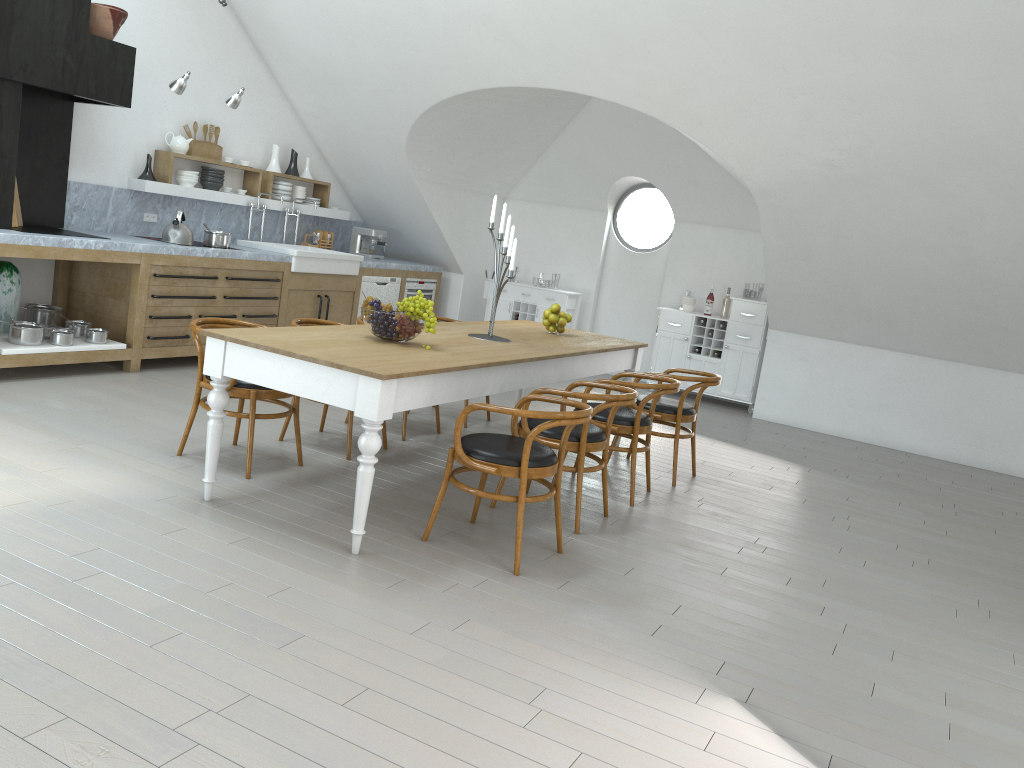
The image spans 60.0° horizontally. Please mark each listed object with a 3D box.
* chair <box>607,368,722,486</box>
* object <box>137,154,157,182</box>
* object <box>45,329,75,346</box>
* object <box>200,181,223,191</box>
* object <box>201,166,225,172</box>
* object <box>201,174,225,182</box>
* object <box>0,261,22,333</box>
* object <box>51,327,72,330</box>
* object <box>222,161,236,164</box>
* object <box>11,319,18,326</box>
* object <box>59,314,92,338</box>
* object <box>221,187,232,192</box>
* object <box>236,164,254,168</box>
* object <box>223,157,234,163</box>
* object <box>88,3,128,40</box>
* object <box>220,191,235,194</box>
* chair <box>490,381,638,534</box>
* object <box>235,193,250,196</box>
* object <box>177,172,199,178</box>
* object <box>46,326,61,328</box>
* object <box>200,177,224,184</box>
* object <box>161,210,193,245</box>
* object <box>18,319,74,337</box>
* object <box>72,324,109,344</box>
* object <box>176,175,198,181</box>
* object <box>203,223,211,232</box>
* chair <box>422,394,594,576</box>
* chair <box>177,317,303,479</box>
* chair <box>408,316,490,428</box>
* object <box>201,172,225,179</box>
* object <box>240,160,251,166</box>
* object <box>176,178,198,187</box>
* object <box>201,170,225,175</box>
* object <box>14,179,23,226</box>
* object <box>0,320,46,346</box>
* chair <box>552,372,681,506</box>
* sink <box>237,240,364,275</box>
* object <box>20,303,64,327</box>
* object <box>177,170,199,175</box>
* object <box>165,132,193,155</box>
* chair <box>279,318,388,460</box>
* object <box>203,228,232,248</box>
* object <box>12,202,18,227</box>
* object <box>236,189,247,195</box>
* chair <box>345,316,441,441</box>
[{"bbox_3d":[1.033,0.249,5.939,0.623,0.732,0.528,13,9,28],"label":"chair"},{"bbox_3d":[-3.036,-1.811,7.404,0.156,0.217,0.156,10,8,7],"label":"object"},{"bbox_3d":[-3.168,-0.335,6.158,0.261,0.112,0.154,11,9,15],"label":"object"},{"bbox_3d":[-2.720,-1.787,8.016,0.206,0.072,0.206,11,9,13],"label":"object"},{"bbox_3d":[-2.703,-1.915,8.005,0.206,0.079,0.206,14,10,28],"label":"object"},{"bbox_3d":[-2.706,-1.839,8.008,0.205,0.086,0.206,5,10,-21],"label":"object"},{"bbox_3d":[-3.604,-0.620,6.273,0.230,0.496,0.232,5,9,-23],"label":"object"},{"bbox_3d":[-3.258,-0.382,6.329,0.041,0.045,0.247,13,10,24],"label":"object"},{"bbox_3d":[-2.616,-2.036,8.169,0.164,0.012,0.164,17,13,43],"label":"object"},{"bbox_3d":[-3.271,-0.364,5.939,0.052,0.152,0.190,12,9,26],"label":"object"},{"bbox_3d":[-3.236,-0.423,6.581,0.181,0.133,0.310,2,11,-39],"label":"object"},{"bbox_3d":[-2.646,-1.799,8.215,0.099,0.048,0.099,13,10,23],"label":"object"},{"bbox_3d":[-2.519,-2.053,8.359,0.164,0.012,0.164,17,13,43],"label":"object"},{"bbox_3d":[-2.612,-2.059,8.166,0.099,0.048,0.099,13,10,23],"label":"object"},{"bbox_3d":[-2.930,-2.557,6.291,0.368,0.235,0.348,17,12,43],"label":"object"},{"bbox_3d":[-2.649,-1.776,8.218,0.164,0.012,0.164,17,13,43],"label":"object"},{"bbox_3d":[0.303,0.343,4.684,0.623,0.732,0.528,13,9,26],"label":"chair"},{"bbox_3d":[-2.562,-1.791,8.389,0.164,0.012,0.164,17,13,43],"label":"object"},{"bbox_3d":[-2.841,-1.806,7.760,0.182,0.069,0.181,17,12,43],"label":"object"},{"bbox_3d":[-3.320,-0.394,6.369,0.061,0.035,0.170,13,10,25],"label":"object"},{"bbox_3d":[-2.716,-1.813,8.012,0.205,0.086,0.206,4,10,-26],"label":"object"},{"bbox_3d":[-2.691,-1.270,7.159,0.247,0.266,0.246,15,10,36],"label":"object"},{"bbox_3d":[-3.382,-0.394,6.310,0.508,0.052,0.264,9,9,3],"label":"object"},{"bbox_3d":[-3.050,-0.362,6.437,0.261,0.112,0.154,13,10,25],"label":"object"},{"bbox_3d":[-2.846,-1.783,7.761,0.181,0.065,0.182,4,10,-26],"label":"object"},{"bbox_3d":[-2.550,-1.271,7.537,0.236,0.166,0.051,12,8,21],"label":"object"},{"bbox_3d":[0.010,0.408,4.019,0.623,0.732,0.528,13,9,29],"label":"chair"},{"bbox_3d":[-1.467,0.052,4.808,0.623,0.732,0.528,13,9,26],"label":"chair"},{"bbox_3d":[-0.474,-0.114,6.742,0.623,0.732,0.528,12,9,22],"label":"chair"},{"bbox_3d":[-2.707,-1.862,8.008,0.206,0.072,0.206,11,9,13],"label":"object"},{"bbox_3d":[-2.515,-2.076,8.356,0.099,0.048,0.099,13,10,23],"label":"object"},{"bbox_3d":[-2.849,-1.761,7.764,0.181,0.063,0.182,1,12,-41],"label":"object"},{"bbox_3d":[-2.705,-1.887,8.009,0.205,0.083,0.206,2,11,-36],"label":"object"},{"bbox_3d":[-3.534,-1.332,6.282,0.148,0.425,0.079,4,9,-29],"label":"object"},{"bbox_3d":[-3.355,-0.361,6.017,0.379,0.163,0.223,11,9,15],"label":"object"},{"bbox_3d":[0.646,0.290,5.325,0.622,0.732,0.528,12,9,21],"label":"chair"},{"bbox_3d":[-2.022,-1.205,8.511,0.729,0.201,1.022,13,10,26],"label":"sink"},{"bbox_3d":[-3.622,-0.523,6.650,0.455,0.196,0.269,4,10,-29],"label":"object"},{"bbox_3d":[-2.836,-1.834,7.757,0.180,0.076,0.182,4,10,-26],"label":"object"},{"bbox_3d":[-2.874,-2.070,7.640,0.174,0.168,0.168,10,9,9],"label":"object"},{"bbox_3d":[-1.086,0.008,5.427,0.623,0.732,0.528,12,9,22],"label":"chair"},{"bbox_3d":[-2.488,-1.245,7.597,0.232,0.169,0.396,10,9,6],"label":"object"},{"bbox_3d":[-3.464,-1.247,6.116,0.148,0.335,0.081,11,8,16],"label":"object"},{"bbox_3d":[-2.558,-1.813,8.386,0.099,0.048,0.099,13,10,23],"label":"object"},{"bbox_3d":[-0.810,-0.060,6.102,0.623,0.732,0.528,13,9,29],"label":"chair"}]
